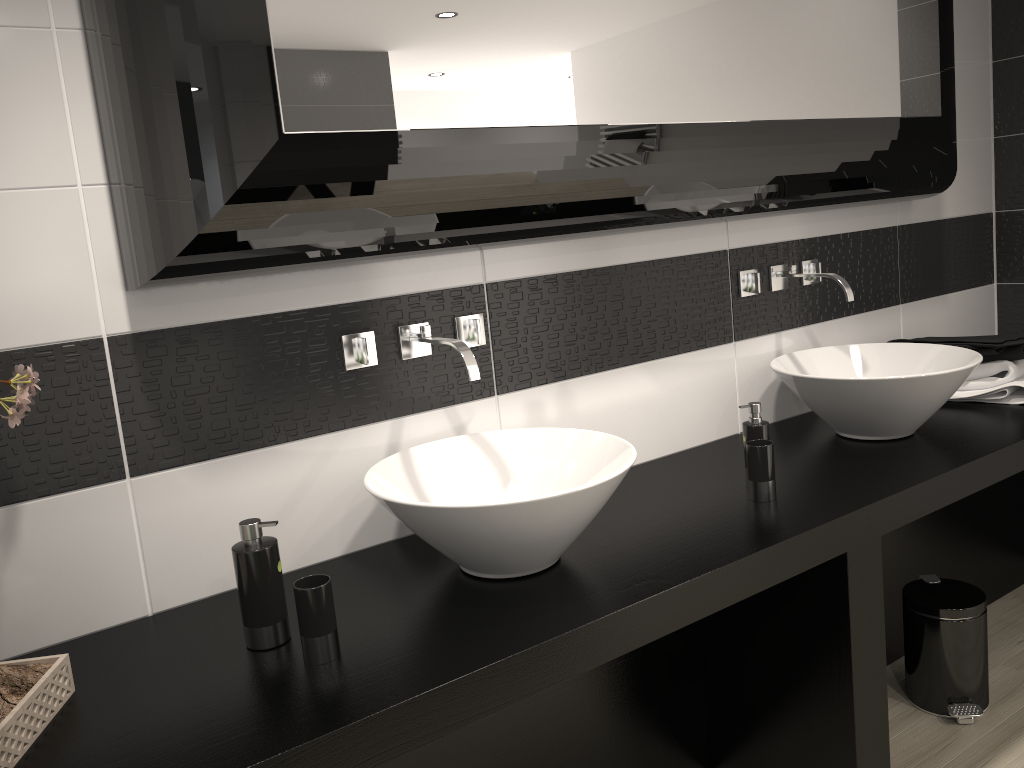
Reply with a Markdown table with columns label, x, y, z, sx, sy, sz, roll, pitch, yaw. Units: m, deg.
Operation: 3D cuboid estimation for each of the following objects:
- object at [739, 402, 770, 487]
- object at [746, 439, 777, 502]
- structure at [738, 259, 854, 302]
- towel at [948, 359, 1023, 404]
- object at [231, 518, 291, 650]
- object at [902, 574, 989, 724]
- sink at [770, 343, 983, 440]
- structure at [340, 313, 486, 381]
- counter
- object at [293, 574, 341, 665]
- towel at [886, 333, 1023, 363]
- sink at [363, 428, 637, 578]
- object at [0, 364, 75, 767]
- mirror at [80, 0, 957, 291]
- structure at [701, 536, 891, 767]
| label | x | y | z | sx | sy | sz | roll | pitch | yaw |
| --- | --- | --- | --- | --- | --- | --- | --- | --- | --- |
| object | 0.598 | 0.148 | 2.164 | 0.063 | 0.207 | 0.063 | 0 | 10 | 36 |
| object | 0.583 | 0.203 | 2.075 | 0.063 | 0.133 | 0.063 | -6 | 9 | 1 |
| structure | 0.900 | -0.304 | 2.641 | 0.368 | 0.108 | 0.260 | -12 | 12 | -33 |
| towel | 1.500 | -0.029 | 2.898 | 0.406 | 0.132 | 0.392 | 3 | 13 | 41 |
| object | -0.447 | 0.349 | 1.571 | 0.080 | 0.219 | 0.079 | -14 | 12 | -43 |
| object | 1.299 | 0.784 | 2.648 | 0.227 | 0.336 | 0.302 | -9 | 10 | -23 |
| sink | 1.035 | 0.031 | 2.539 | 0.559 | 0.211 | 0.562 | 1 | 12 | 35 |
| structure | -0.148 | -0.074 | 1.943 | 0.368 | 0.108 | 0.260 | -12 | 12 | -33 |
| counter | 0.530 | 0.298 | 2.191 | 3.856 | 0.084 | 0.656 | -12 | 12 | -33 |
| object | -0.329 | 0.397 | 1.497 | 0.063 | 0.133 | 0.063 | -6 | 9 | 1 |
| towel | 1.485 | -0.103 | 2.923 | 0.406 | 0.131 | 0.390 | 4 | 14 | 43 |
| sink | -0.015 | 0.261 | 1.839 | 0.559 | 0.211 | 0.562 | -4 | 10 | 10 |
| object | -0.868 | 0.282 | 1.251 | 0.260 | 0.558 | 0.631 | -6 | 9 | -3 |
| mirror | 0.367 | -0.841 | 2.233 | 2.622 | 0.897 | 0.259 | -12 | 11 | -33 |
| structure | 0.693 | 0.706 | 2.222 | 0.126 | 0.758 | 0.465 | -11 | 10 | -33 |
